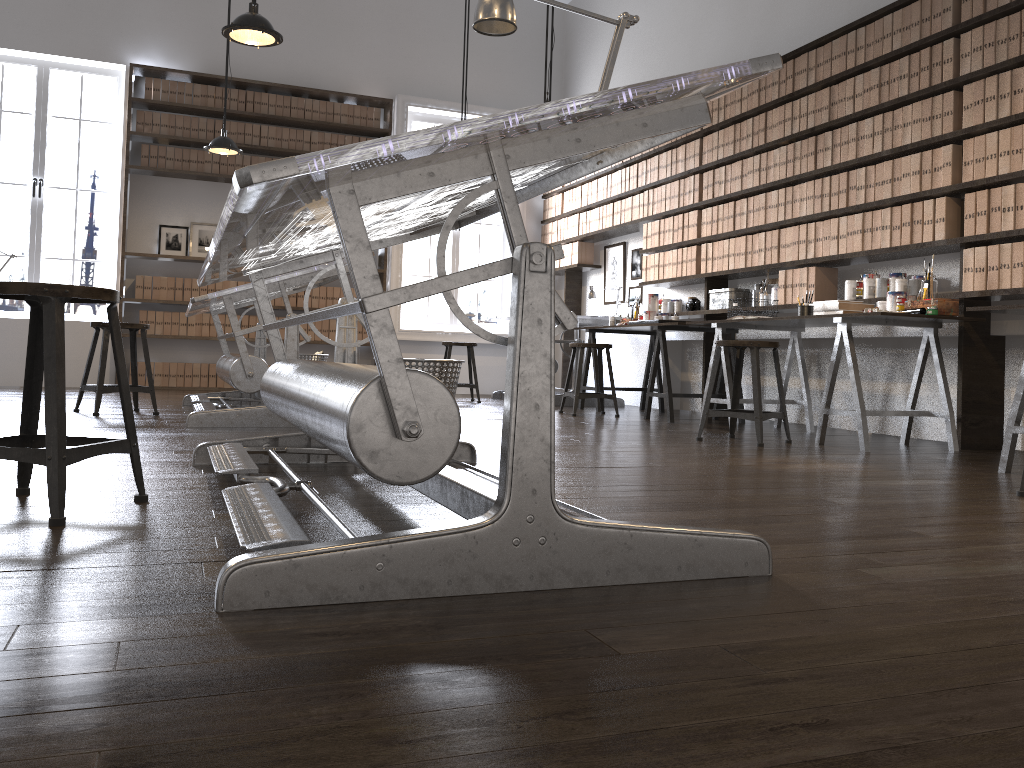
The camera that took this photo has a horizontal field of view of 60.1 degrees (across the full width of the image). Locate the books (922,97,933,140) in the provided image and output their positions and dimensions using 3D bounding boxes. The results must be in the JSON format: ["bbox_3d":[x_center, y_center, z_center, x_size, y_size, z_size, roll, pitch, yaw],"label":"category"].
[{"bbox_3d":[2.273,-1.395,4.711,0.174,0.226,0.067,2,-1,-21],"label":"books"}]

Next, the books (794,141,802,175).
[{"bbox_3d":[1.903,-1.434,5.689,0.174,0.226,0.066,2,-1,-21],"label":"books"}]

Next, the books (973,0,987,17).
[{"bbox_3d":[2.402,-1.936,4.438,0.174,0.226,0.067,2,-1,-21],"label":"books"}]

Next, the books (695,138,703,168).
[{"bbox_3d":[1.493,-1.753,6.783,0.174,0.226,0.067,2,-1,-21],"label":"books"}]

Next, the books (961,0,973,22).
[{"bbox_3d":[2.381,-1.938,4.509,0.174,0.226,0.066,2,-1,-21],"label":"books"}]

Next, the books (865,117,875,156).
[{"bbox_3d":[2.126,-1.411,5.105,0.174,0.226,0.066,2,-1,-21],"label":"books"}]

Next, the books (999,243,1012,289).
[{"bbox_3d":[2.424,-0.553,4.238,0.174,0.226,0.066,2,-1,-21],"label":"books"}]

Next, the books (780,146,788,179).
[{"bbox_3d":[1.851,-1.439,5.814,0.174,0.226,0.066,2,-1,-21],"label":"books"}]

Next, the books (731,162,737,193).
[{"bbox_3d":[1.659,-1.460,6.332,0.174,0.226,0.066,2,-1,-21],"label":"books"}]

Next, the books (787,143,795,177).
[{"bbox_3d":[1.877,-1.437,5.746,0.174,0.226,0.067,2,-1,-21],"label":"books"}]

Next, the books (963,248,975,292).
[{"bbox_3d":[2.349,-0.561,4.432,0.174,0.226,0.066,2,-1,-21],"label":"books"}]

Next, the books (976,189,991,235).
[{"bbox_3d":[2.382,-0.835,4.370,0.174,0.226,0.067,2,-1,-21],"label":"books"}]

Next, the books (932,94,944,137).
[{"bbox_3d":[2.300,-1.392,4.653,0.174,0.226,0.066,2,-1,-21],"label":"books"}]

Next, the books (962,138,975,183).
[{"bbox_3d":[2.364,-1.114,4.464,0.174,0.226,0.066,2,-1,-21],"label":"books"}]

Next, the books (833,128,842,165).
[{"bbox_3d":[2.033,-1.421,5.357,0.174,0.226,0.066,2,-1,-21],"label":"books"}]

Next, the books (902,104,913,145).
[{"bbox_3d":[2.227,-1.400,4.842,0.174,0.226,0.066,2,-1,-21],"label":"books"}]

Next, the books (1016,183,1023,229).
[{"bbox_3d":[2.464,-0.827,4.169,0.174,0.226,0.066,2,-1,-21],"label":"books"}]

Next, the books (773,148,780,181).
[{"bbox_3d":[1.828,-1.442,5.883,0.174,0.226,0.066,2,-1,-21],"label":"books"}]

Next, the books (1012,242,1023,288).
[{"bbox_3d":[2.449,-0.550,4.178,0.174,0.226,0.066,2,-1,-21],"label":"books"}]

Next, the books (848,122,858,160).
[{"bbox_3d":[2.077,-1.416,5.225,0.174,0.226,0.067,2,-1,-21],"label":"books"}]

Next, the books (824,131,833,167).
[{"bbox_3d":[2.003,-1.423,5.421,0.174,0.226,0.066,2,-1,-21],"label":"books"}]

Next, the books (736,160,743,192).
[{"bbox_3d":[1.678,-1.458,6.266,0.174,0.226,0.067,2,-1,-21],"label":"books"}]

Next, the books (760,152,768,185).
[{"bbox_3d":[1.780,-1.447,6.014,0.174,0.226,0.066,2,-1,-21],"label":"books"}]

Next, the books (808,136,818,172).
[{"bbox_3d":[1.950,-1.429,5.557,0.174,0.226,0.067,2,-1,-21],"label":"books"}]

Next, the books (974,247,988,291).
[{"bbox_3d":[2.371,-0.558,4.363,0.174,0.226,0.066,2,-1,-21],"label":"books"}]

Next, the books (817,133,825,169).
[{"bbox_3d":[1.982,-1.426,5.489,0.174,0.226,0.066,2,-1,-21],"label":"books"}]

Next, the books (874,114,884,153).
[{"bbox_3d":[2.150,-1.408,5.037,0.174,0.226,0.067,2,-1,-21],"label":"books"}]

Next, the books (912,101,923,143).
[{"bbox_3d":[2.249,-1.397,4.773,0.174,0.226,0.066,2,-1,-21],"label":"books"}]

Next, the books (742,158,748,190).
[{"bbox_3d":[1.706,-1.455,6.206,0.174,0.226,0.066,2,-1,-21],"label":"books"}]

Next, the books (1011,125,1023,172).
[{"bbox_3d":[2.460,-1.103,4.206,0.174,0.226,0.066,2,-1,-21],"label":"books"}]

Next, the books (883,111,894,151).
[{"bbox_3d":[2.179,-1.405,4.973,0.174,0.226,0.066,2,-1,-21],"label":"books"}]

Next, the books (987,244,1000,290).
[{"bbox_3d":[2.397,-0.555,4.296,0.174,0.226,0.067,2,-1,-21],"label":"books"}]

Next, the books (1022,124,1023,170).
[{"bbox_3d":[2.480,-1.101,4.142,0.174,0.226,0.067,2,-1,-21],"label":"books"}]

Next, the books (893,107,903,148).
[{"bbox_3d":[2.205,-1.403,4.908,0.174,0.226,0.066,2,-1,-21],"label":"books"}]

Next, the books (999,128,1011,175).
[{"bbox_3d":[2.436,-1.106,4.264,0.174,0.226,0.066,2,-1,-21],"label":"books"}]

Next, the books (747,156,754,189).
[{"bbox_3d":[1.727,-1.453,6.146,0.174,0.226,0.066,2,-1,-21],"label":"books"}]

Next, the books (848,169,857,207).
[{"bbox_3d":[2.075,-1.138,5.216,0.174,0.226,0.066,2,-1,-21],"label":"books"}]

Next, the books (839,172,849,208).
[{"bbox_3d":[2.043,-1.141,5.284,0.174,0.226,0.067,2,-1,-21],"label":"books"}]

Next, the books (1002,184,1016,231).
[{"bbox_3d":[2.435,-0.830,4.234,0.174,0.226,0.066,2,-1,-21],"label":"books"}]

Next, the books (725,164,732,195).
[{"bbox_3d":[1.634,-1.463,6.398,0.174,0.226,0.066,2,-1,-21],"label":"books"}]

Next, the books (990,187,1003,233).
[{"bbox_3d":[2.414,-0.832,4.302,0.174,0.226,0.066,2,-1,-21],"label":"books"}]

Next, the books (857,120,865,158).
[{"bbox_3d":[2.105,-1.413,5.165,0.174,0.226,0.066,2,-1,-21],"label":"books"}]

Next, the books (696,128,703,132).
[{"bbox_3d":[1.504,-2.030,6.783,0.174,0.226,0.066,2,-1,-21],"label":"books"}]

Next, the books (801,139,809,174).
[{"bbox_3d":[1.929,-1.432,5.629,0.174,0.226,0.066,2,-1,-21],"label":"books"}]

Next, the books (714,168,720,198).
[{"bbox_3d":[1.584,-1.468,6.531,0.174,0.226,0.066,2,-1,-21],"label":"books"}]

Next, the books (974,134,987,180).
[{"bbox_3d":[2.387,-1.111,4.398,0.174,0.226,0.066,2,-1,-21],"label":"books"}]

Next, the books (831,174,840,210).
[{"bbox_3d":[2.022,-1.144,5.355,0.174,0.226,0.066,2,-1,-21],"label":"books"}]

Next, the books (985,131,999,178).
[{"bbox_3d":[2.408,-1.109,4.331,0.174,0.226,0.067,2,-1,-21],"label":"books"}]

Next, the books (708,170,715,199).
[{"bbox_3d":[1.552,-1.471,6.599,0.174,0.226,0.067,2,-1,-21],"label":"books"}]

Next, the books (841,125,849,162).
[{"bbox_3d":[2.058,-1.418,5.290,0.174,0.226,0.066,2,-1,-21],"label":"books"}]

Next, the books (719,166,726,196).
[{"bbox_3d":[1.605,-1.466,6.462,0.174,0.226,0.066,2,-1,-21],"label":"books"}]

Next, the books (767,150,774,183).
[{"bbox_3d":[1.807,-1.445,5.949,0.174,0.226,0.066,2,-1,-21],"label":"books"}]

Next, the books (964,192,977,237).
[{"bbox_3d":[2.360,-0.838,4.441,0.174,0.226,0.066,2,-1,-21],"label":"books"}]

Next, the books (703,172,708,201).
[{"bbox_3d":[1.531,-1.474,6.670,0.174,0.226,0.066,2,-1,-21],"label":"books"}]

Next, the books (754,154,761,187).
[{"bbox_3d":[1.751,-1.450,6.078,0.174,0.226,0.067,2,-1,-21],"label":"books"}]
